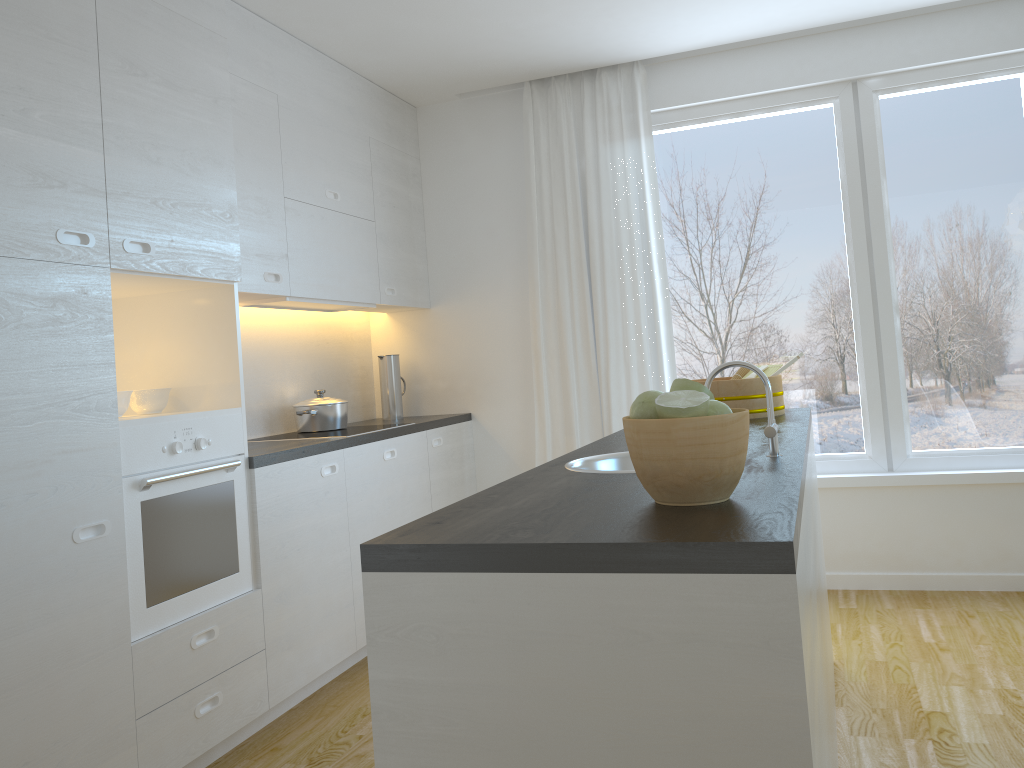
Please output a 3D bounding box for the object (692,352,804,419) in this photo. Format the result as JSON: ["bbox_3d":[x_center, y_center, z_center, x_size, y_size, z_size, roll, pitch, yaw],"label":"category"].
[{"bbox_3d":[0.805,0.010,3.231,0.430,0.214,0.377,-5,0,-43],"label":"object"}]

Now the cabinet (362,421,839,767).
[{"bbox_3d":[0.493,0.654,2.296,0.599,0.911,2.402,-5,0,19],"label":"cabinet"}]

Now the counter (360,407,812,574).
[{"bbox_3d":[0.457,0.180,2.316,0.599,0.040,2.402,-4,1,19],"label":"counter"}]

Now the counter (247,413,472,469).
[{"bbox_3d":[-0.835,0.244,4.060,0.599,0.040,2.002,-4,1,19],"label":"counter"}]

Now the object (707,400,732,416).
[{"bbox_3d":[0.322,0.069,1.453,0.081,0.086,0.097,-4,0,-16],"label":"object"}]

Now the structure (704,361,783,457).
[{"bbox_3d":[0.499,0.056,1.942,0.162,0.216,0.097,-5,-2,19],"label":"structure"}]

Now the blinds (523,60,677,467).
[{"bbox_3d":[0.416,-0.622,4.603,0.793,2.165,0.150,-5,-3,19],"label":"blinds"}]

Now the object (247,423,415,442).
[{"bbox_3d":[-0.838,0.226,4.065,0.561,0.013,0.654,-4,1,19],"label":"object"}]

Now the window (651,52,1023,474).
[{"bbox_3d":[1.764,-0.535,4.340,2.722,1.923,0.088,-4,-2,19],"label":"window"}]

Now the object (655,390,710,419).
[{"bbox_3d":[0.270,0.044,1.395,0.085,0.065,0.084,-4,0,31],"label":"object"}]

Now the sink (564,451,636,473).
[{"bbox_3d":[0.326,0.250,2.028,0.405,0.157,0.403,-5,1,-29],"label":"sink"}]

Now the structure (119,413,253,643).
[{"bbox_3d":[-0.983,0.409,2.733,0.049,0.597,0.561,-5,-1,19],"label":"structure"}]

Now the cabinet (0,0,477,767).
[{"bbox_3d":[-0.998,-0.054,3.487,0.480,2.305,3.202,-5,0,19],"label":"cabinet"}]

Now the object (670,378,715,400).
[{"bbox_3d":[0.307,0.024,1.518,0.077,0.072,0.074,-5,-1,44],"label":"object"}]

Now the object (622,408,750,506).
[{"bbox_3d":[0.289,0.119,1.451,0.205,0.142,0.205,-4,0,-19],"label":"object"}]

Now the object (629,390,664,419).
[{"bbox_3d":[0.244,0.059,1.480,0.086,0.099,0.102,-5,-1,40],"label":"object"}]
